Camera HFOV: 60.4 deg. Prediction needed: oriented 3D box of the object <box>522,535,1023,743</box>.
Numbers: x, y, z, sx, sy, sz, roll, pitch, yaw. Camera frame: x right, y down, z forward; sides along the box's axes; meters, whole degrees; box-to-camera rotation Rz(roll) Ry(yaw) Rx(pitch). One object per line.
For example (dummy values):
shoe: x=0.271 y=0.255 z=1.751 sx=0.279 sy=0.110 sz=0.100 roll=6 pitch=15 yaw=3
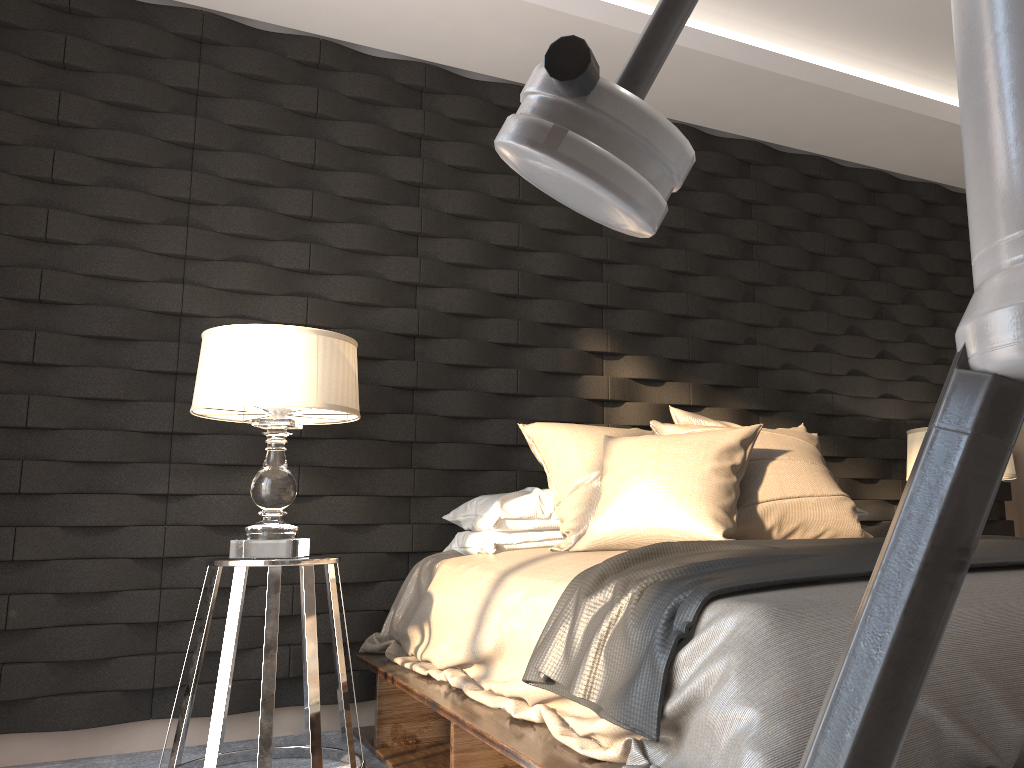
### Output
object: x=1.072 y=0.538 z=2.138 sx=2.139 sy=0.323 sz=0.592 roll=4 pitch=-10 yaw=-26

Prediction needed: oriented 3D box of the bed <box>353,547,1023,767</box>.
bed: x=0.906 y=0.778 z=2.506 sx=2.386 sy=0.625 sz=2.196 roll=4 pitch=-10 yaw=-24

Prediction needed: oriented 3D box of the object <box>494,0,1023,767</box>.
object: x=0.257 y=0.030 z=0.263 sx=0.625 sy=1.408 sz=0.586 roll=6 pitch=-11 yaw=-32

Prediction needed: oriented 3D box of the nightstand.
nightstand: x=-0.677 y=0.792 z=2.455 sx=0.564 sy=0.604 sz=0.536 roll=2 pitch=-10 yaw=-12

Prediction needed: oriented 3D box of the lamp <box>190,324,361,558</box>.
lamp: x=-0.685 y=0.181 z=2.554 sx=0.460 sy=0.632 sz=0.471 roll=-1 pitch=-9 yaw=8

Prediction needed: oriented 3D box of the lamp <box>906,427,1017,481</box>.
lamp: x=2.019 y=0.519 z=3.948 sx=0.446 sy=0.632 sz=0.485 roll=-5 pitch=-11 yaw=28

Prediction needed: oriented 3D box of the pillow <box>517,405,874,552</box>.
pillow: x=0.733 y=0.282 z=2.924 sx=1.308 sy=0.519 sz=0.863 roll=4 pitch=-10 yaw=-23
